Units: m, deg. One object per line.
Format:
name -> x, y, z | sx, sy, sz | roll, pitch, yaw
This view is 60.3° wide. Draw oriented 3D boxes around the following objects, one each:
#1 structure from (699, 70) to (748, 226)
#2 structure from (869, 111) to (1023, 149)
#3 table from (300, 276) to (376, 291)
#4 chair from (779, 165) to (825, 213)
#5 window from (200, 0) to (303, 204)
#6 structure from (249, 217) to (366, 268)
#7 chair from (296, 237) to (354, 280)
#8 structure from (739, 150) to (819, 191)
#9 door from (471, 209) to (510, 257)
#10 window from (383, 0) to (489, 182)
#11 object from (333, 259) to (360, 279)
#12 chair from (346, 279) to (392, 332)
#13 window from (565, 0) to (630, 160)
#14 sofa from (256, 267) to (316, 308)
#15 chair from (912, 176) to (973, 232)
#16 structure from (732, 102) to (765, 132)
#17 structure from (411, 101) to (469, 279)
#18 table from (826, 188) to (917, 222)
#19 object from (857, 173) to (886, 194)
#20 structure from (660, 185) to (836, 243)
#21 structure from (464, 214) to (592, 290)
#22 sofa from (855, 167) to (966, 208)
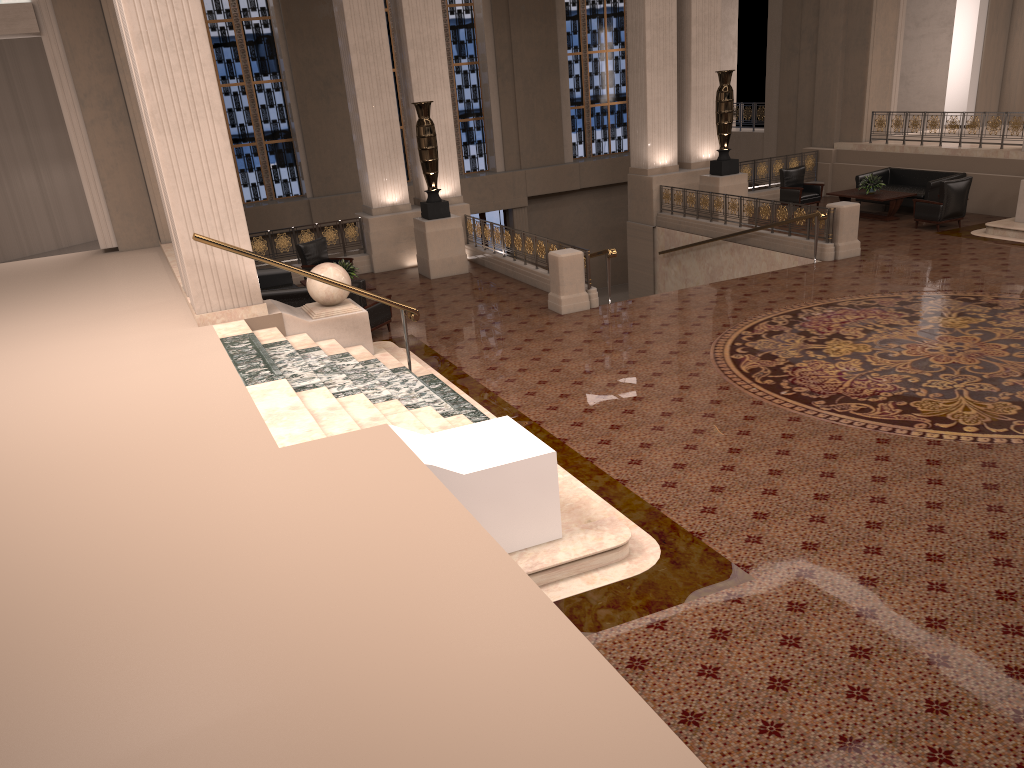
structure -> 4.079, -4.498, 16.958 | 0.694, 2.911, 0.677 | -14, 25, -20
structure -> 8.295, -4.918, 16.996 | 0.031, 0.652, 3.578 | -15, 22, -21
table -> -2.642, -1.309, 13.446 | 0.831, 0.455, 1.428 | -13, 22, -21
chair -> 5.936, -4.011, 18.127 | 0.640, 0.881, 0.696 | -16, 25, -25
window -> -6.889, -7.018, 20.746 | 2.962, 5.594, 0.067 | -14, 25, -19
structure -> -3.886, -2.473, 15.760 | 2.513, 0.683, 0.031 | -13, 25, -19
chair -> -3.131, -1.987, 14.851 | 0.711, 0.881, 0.626 | 9, 26, 30
structure -> 5.647, -4.600, 19.201 | 2.513, 0.683, 0.031 | -13, 25, -19
door -> -0.722, -3.428, 24.465 | 1.478, 2.844, 0.150 | -14, 25, -19
window -> -2.231, -8.057, 22.427 | 2.962, 5.594, 0.067 | -14, 25, -19
object -> -2.539, -1.686, 13.209 | 0.502, 0.393, 0.503 | -1, 22, 10
chair -> -2.077, -1.064, 11.992 | 0.644, 0.881, 0.691 | 7, 25, 26
window -> 2.588, -9.132, 24.166 | 2.962, 5.594, 0.067 | -14, 25, -19
sofa -> -3.494, -1.250, 13.089 | 0.867, 0.738, 1.861 | -14, 22, -21
chair -> 7.448, -3.135, 15.279 | 0.642, 0.881, 0.694 | -14, 24, -20
structure -> 5.828, -6.797, 22.420 | 0.031, 0.697, 2.087 | -15, 22, -21
structure -> -1.333, -3.291, 15.005 | 0.694, 2.911, 0.677 | -14, 25, -20
table -> 6.841, -3.424, 16.869 | 0.831, 0.455, 1.428 | -13, 22, -21
object -> 6.798, -3.805, 16.679 | 0.502, 0.393, 0.503 | -1, 22, 10
structure -> 3.992, -3.105, 15.793 | 0.078, 0.561, 4.782 | -15, 22, -21
structure -> 0.128, -2.243, 14.399 | 0.078, 0.560, 4.779 | -15, 22, -20
sofa -> 7.667, -3.740, 17.117 | 0.867, 0.738, 1.861 | -14, 22, -21
